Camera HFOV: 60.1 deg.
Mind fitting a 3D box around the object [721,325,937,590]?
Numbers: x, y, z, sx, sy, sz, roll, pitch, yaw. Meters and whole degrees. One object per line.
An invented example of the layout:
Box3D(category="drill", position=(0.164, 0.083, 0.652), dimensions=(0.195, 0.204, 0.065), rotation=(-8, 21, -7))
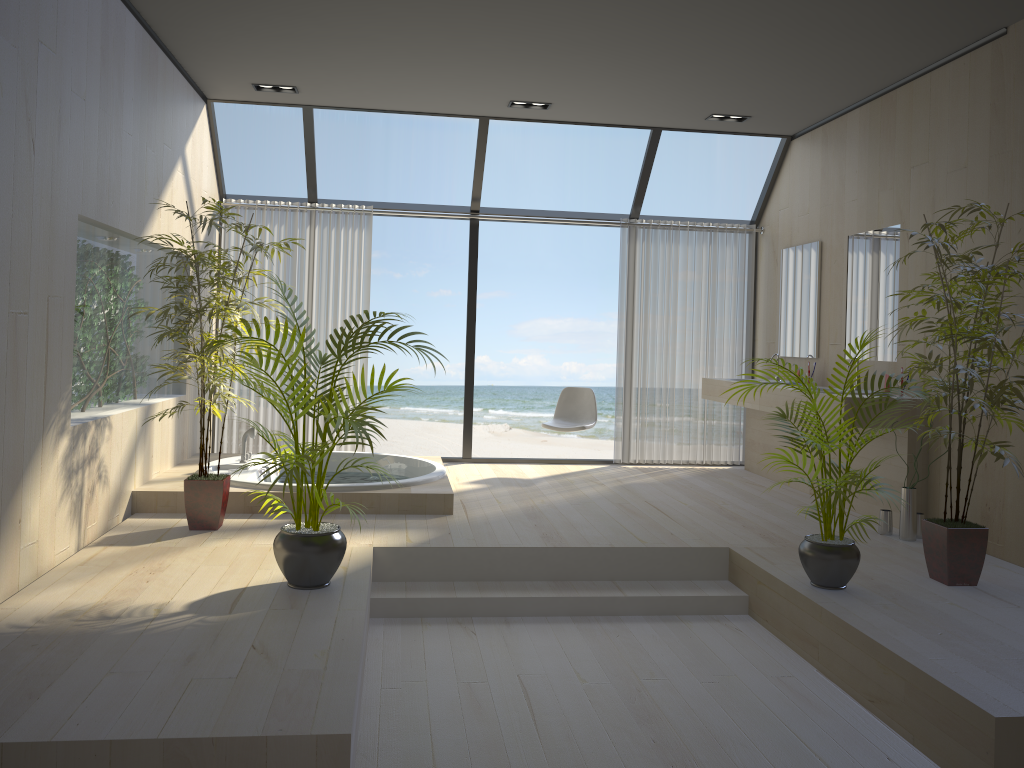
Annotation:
Box3D(category="object", position=(1.365, 0.309, 3.917), dimensions=(0.917, 1.157, 0.750), rotation=(2, 1, 26))

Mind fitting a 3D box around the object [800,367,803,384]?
Box3D(category="object", position=(2.181, -0.059, 6.682), dimensions=(0.039, 0.135, 0.039), rotation=(2, 0, 41))

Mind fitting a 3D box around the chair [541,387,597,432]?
Box3D(category="chair", position=(0.473, 0.206, 7.087), dimensions=(0.369, 0.347, 0.454), rotation=(2, 2, 21))

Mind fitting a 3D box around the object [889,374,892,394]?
Box3D(category="object", position=(2.335, 0.005, 5.486), dimensions=(0.039, 0.135, 0.039), rotation=(2, 0, 34))

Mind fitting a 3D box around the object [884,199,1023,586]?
Box3D(category="object", position=(2.111, 0.038, 4.056), dimensions=(0.787, 1.757, 0.935), rotation=(2, 0, 18))

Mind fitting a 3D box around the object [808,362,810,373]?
Box3D(category="object", position=(2.171, -0.074, 6.474), dimensions=(0.012, 0.178, 0.050), rotation=(1, 0, 32))

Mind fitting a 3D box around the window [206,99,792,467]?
Box3D(category="window", position=(-0.096, -0.725, 7.178), dimensions=(4.559, 2.815, 0.745), rotation=(2, 0, -7))

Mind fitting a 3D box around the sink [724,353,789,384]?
Box3D(category="sink", position=(1.919, -0.033, 6.899), dimensions=(0.504, 0.419, 0.574), rotation=(2, 2, -4))

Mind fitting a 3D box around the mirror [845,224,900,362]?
Box3D(category="mirror", position=(2.394, -0.587, 5.868), dimensions=(0.023, 0.869, 0.654), rotation=(2, 1, -7))

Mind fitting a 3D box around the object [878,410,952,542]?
Box3D(category="object", position=(2.311, 0.504, 5.021), dimensions=(0.406, 0.749, 0.274), rotation=(2, 0, -19))

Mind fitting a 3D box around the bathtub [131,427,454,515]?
Box3D(category="bathtub", position=(-1.354, 0.653, 5.932), dimensions=(1.820, 0.698, 1.649), rotation=(1, 2, -7))

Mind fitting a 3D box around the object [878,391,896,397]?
Box3D(category="object", position=(2.245, 0.060, 5.312), dimensions=(0.104, 0.029, 0.032), rotation=(3, 2, 33))

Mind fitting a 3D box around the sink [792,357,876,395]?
Box3D(category="sink", position=(2.073, 0.031, 5.702), dimensions=(0.504, 0.419, 0.574), rotation=(2, 2, -4))

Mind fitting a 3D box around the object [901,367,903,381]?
Box3D(category="object", position=(2.325, -0.010, 5.278), dimensions=(0.012, 0.178, 0.050), rotation=(1, 0, 32))

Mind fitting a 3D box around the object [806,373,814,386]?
Box3D(category="object", position=(2.185, -0.033, 6.499), dimensions=(0.058, 0.100, 0.058), rotation=(2, 0, -1))

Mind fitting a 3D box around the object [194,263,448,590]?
Box3D(category="object", position=(-0.780, 0.163, 3.729), dimensions=(1.064, 1.346, 0.874), rotation=(2, 0, -19))

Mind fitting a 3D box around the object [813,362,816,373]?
Box3D(category="object", position=(2.201, -0.073, 6.494), dimensions=(0.054, 0.175, 0.012), rotation=(2, -1, 18))

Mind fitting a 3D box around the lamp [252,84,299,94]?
Box3D(category="lamp", position=(-1.654, -2.120, 6.199), dimensions=(0.301, 0.112, 0.164), rotation=(1, 2, -7))

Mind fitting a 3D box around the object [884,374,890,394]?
Box3D(category="object", position=(2.282, 0.008, 5.385), dimensions=(0.039, 0.135, 0.039), rotation=(2, 0, 34))

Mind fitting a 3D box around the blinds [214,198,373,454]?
Box3D(category="blinds", position=(-1.753, -0.434, 7.157), dimensions=(1.182, 2.071, 0.084), rotation=(2, -1, -7))

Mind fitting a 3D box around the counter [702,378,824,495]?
Box3D(category="counter", position=(1.949, 0.381, 6.934), dimensions=(0.550, 0.791, 1.206), rotation=(2, 2, -7))

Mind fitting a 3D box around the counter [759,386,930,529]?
Box3D(category="counter", position=(2.103, 0.445, 5.738), dimensions=(0.550, 0.791, 1.206), rotation=(2, 2, -7))

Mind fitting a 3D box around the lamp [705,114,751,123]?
Box3D(category="lamp", position=(1.616, -2.039, 6.620), dimensions=(0.301, 0.112, 0.164), rotation=(1, 2, -7))

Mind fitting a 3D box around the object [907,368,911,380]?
Box3D(category="object", position=(2.356, -0.009, 5.298), dimensions=(0.054, 0.175, 0.012), rotation=(2, -1, 18))

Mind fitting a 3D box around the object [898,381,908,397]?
Box3D(category="object", position=(2.339, 0.032, 5.303), dimensions=(0.058, 0.100, 0.058), rotation=(2, 0, 3))

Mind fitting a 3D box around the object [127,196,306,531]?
Box3D(category="object", position=(-1.658, -0.112, 4.706), dimensions=(0.787, 1.757, 0.935), rotation=(2, 0, 18))

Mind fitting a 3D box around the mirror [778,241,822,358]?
Box3D(category="mirror", position=(2.234, -0.643, 6.892), dimensions=(0.023, 0.869, 0.654), rotation=(2, 1, -7))

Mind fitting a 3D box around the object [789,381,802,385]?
Box3D(category="object", position=(2.091, -0.004, 6.508), dimensions=(0.104, 0.029, 0.032), rotation=(3, 2, 33))

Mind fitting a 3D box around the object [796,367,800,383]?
Box3D(category="object", position=(2.127, -0.056, 6.581), dimensions=(0.039, 0.135, 0.039), rotation=(2, 0, 41))

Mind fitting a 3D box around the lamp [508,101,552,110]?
Box3D(category="lamp", position=(0.128, -2.076, 6.429), dimensions=(0.301, 0.112, 0.164), rotation=(1, 2, -7))

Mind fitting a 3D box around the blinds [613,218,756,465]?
Box3D(category="blinds", position=(1.473, -0.354, 7.572), dimensions=(1.182, 2.071, 0.084), rotation=(2, -1, -7))
